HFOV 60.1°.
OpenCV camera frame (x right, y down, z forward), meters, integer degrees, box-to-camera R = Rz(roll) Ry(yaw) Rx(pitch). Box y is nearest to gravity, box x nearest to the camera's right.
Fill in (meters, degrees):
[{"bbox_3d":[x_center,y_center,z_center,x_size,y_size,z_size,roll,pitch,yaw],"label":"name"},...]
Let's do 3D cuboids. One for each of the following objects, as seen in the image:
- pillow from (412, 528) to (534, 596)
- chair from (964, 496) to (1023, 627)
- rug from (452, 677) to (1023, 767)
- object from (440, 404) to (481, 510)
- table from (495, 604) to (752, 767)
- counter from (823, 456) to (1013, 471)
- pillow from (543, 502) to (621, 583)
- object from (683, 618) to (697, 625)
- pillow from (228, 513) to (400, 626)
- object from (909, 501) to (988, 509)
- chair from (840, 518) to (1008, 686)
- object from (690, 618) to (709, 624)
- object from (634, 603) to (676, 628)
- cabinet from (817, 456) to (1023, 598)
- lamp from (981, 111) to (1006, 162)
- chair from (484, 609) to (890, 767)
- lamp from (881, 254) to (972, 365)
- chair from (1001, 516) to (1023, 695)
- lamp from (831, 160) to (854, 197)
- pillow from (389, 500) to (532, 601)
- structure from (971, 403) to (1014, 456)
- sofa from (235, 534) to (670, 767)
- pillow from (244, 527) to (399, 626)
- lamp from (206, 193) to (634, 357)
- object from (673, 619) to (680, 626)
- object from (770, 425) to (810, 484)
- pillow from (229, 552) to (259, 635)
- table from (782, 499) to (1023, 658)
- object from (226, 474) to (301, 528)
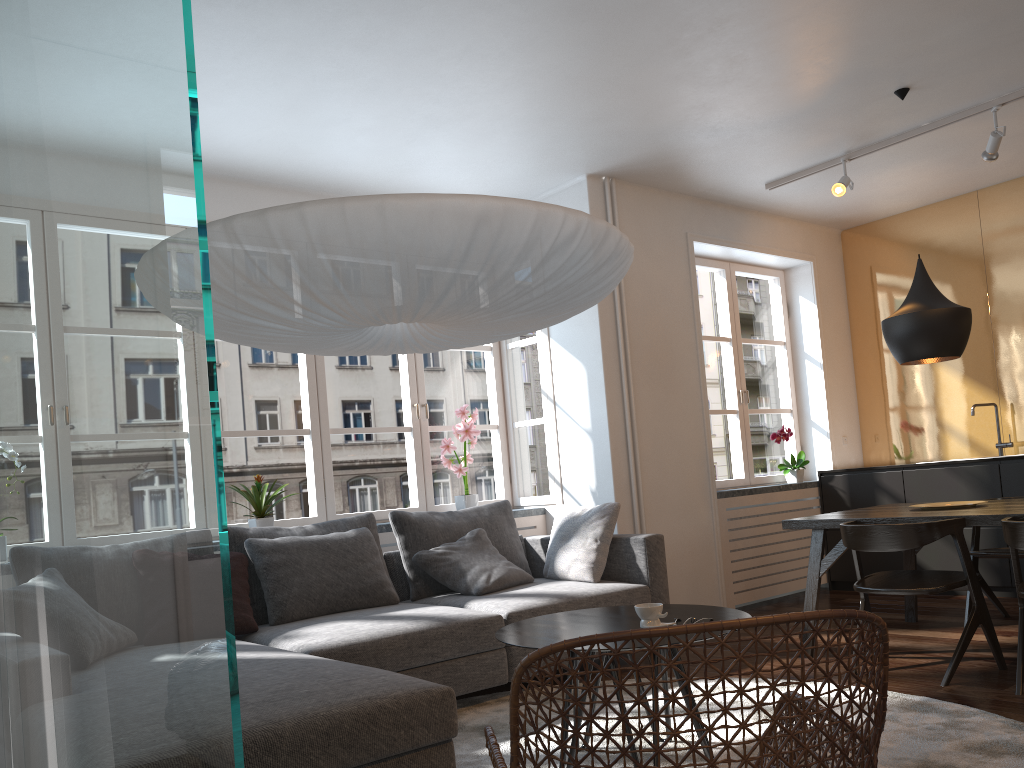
[{"bbox_3d":[-0.200,0.928,4.633,0.446,0.320,0.492,-8,-6,32],"label":"pillow"},{"bbox_3d":[2.758,0.945,4.705,0.519,0.668,0.596,-1,-6,-43],"label":"chair"},{"bbox_3d":[0.365,1.249,2.773,2.849,0.012,2.842,-9,-8,30],"label":"rug"},{"bbox_3d":[-0.312,0.474,5.523,0.298,0.688,0.201,-6,-3,29],"label":"object"},{"bbox_3d":[0.385,1.035,2.940,0.846,0.470,0.852,0,-7,-37],"label":"table"},{"bbox_3d":[4.145,0.291,4.850,0.731,0.002,5.093,1,-9,-39],"label":"counter"},{"bbox_3d":[0.342,0.861,4.801,0.286,0.412,0.497,-2,-6,-41],"label":"pillow"},{"bbox_3d":[0.565,0.763,2.838,0.025,0.016,0.164,-7,-7,25],"label":"object"},{"bbox_3d":[-0.975,0.896,4.327,0.838,0.473,0.278,0,-6,-39],"label":"pillow"},{"bbox_3d":[2.160,0.602,4.381,0.355,0.016,0.358,0,-8,-36],"label":"object"},{"bbox_3d":[1.764,0.935,3.915,0.519,0.668,0.596,-1,-5,-41],"label":"chair"},{"bbox_3d":[0.604,0.758,2.821,0.015,0.015,0.168,-8,-7,37],"label":"object"},{"bbox_3d":[0.455,0.744,2.831,0.091,0.069,0.140,-2,-6,-28],"label":"object"},{"bbox_3d":[4.182,0.736,4.831,0.732,0.896,5.096,-1,-7,-39],"label":"cabinet"},{"bbox_3d":[2.609,-1.341,4.756,0.085,0.238,0.252,-5,-5,1],"label":"lamp"},{"bbox_3d":[0.323,0.769,1.723,0.718,0.706,0.689,-4,-4,-7],"label":"chair"},{"bbox_3d":[2.065,-0.383,4.426,0.410,0.539,0.413,-4,-4,-6],"label":"lamp"},{"bbox_3d":[2.199,0.838,3.392,0.519,0.668,0.597,-2,-5,-39],"label":"chair"},{"bbox_3d":[1.980,-1.223,5.302,0.085,0.239,0.251,-7,-5,37],"label":"lamp"},{"bbox_3d":[-0.263,0.905,4.898,0.835,0.475,0.277,0,-6,-39],"label":"pillow"},{"bbox_3d":[3.293,0.320,6.059,0.265,0.384,0.110,-3,-3,-24],"label":"structure"},{"bbox_3d":[-0.357,1.084,3.671,3.065,0.668,2.052,1,-8,-39],"label":"sofa"},{"bbox_3d":[-0.894,0.901,4.206,0.666,0.395,0.294,0,-6,-40],"label":"pillow"},{"bbox_3d":[-0.355,-0.245,2.730,1.470,0.209,1.478,-4,-7,-3],"label":"lamp"},{"bbox_3d":[0.536,0.774,2.888,0.026,0.010,0.124,-7,-7,16],"label":"object"},{"bbox_3d":[2.060,0.515,6.520,0.230,0.435,0.406,-6,-5,26],"label":"object"},{"bbox_3d":[-1.343,0.891,3.806,0.520,0.401,0.313,-1,-6,-38],"label":"pillow"},{"bbox_3d":[2.591,0.850,3.815,1.105,0.676,2.516,0,-8,-39],"label":"table"},{"bbox_3d":[-1.301,0.638,4.675,0.323,0.327,0.377,-7,-5,25],"label":"object"}]
